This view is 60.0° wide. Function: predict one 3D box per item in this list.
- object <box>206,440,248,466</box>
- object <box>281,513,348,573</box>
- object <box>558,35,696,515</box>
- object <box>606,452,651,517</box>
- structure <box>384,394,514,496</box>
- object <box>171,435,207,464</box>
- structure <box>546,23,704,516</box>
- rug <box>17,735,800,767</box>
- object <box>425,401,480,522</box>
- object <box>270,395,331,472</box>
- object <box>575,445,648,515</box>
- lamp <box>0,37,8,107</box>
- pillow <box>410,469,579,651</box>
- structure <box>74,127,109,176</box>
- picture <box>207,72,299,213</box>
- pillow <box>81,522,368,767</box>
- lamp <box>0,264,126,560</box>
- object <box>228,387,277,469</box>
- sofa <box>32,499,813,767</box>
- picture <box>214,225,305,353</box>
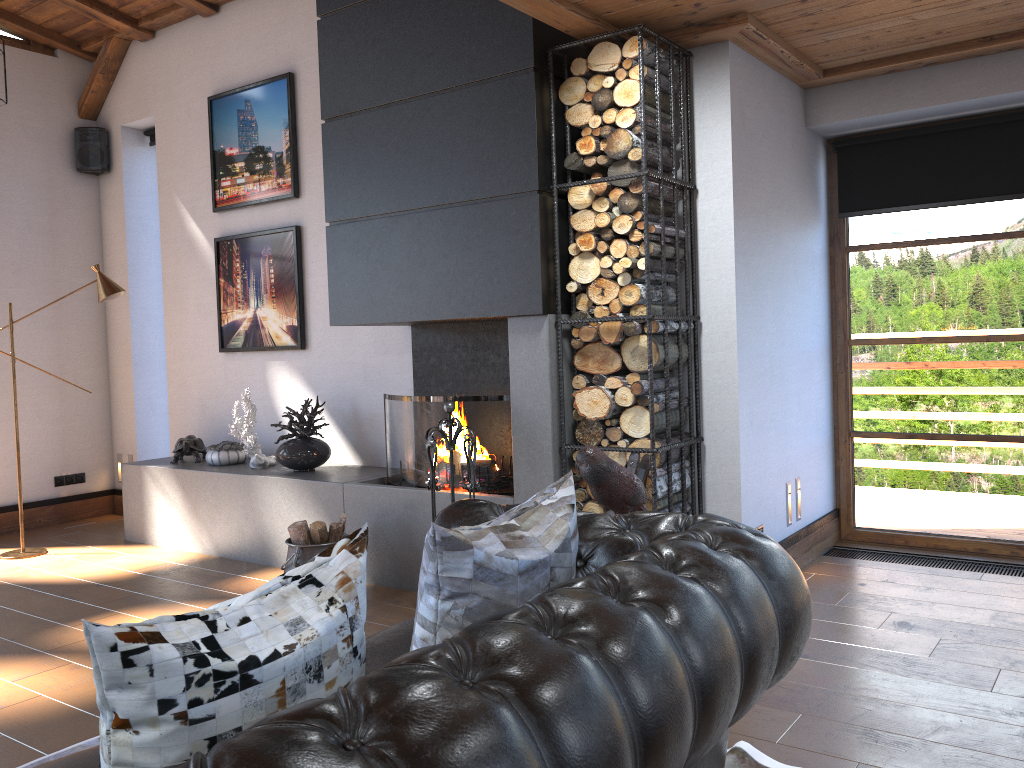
[{"bbox_3d":[-1.917,0.459,5.952,0.278,0.160,0.262,0,3,38],"label":"object"},{"bbox_3d":[-1.001,0.893,4.581,0.388,0.431,0.380,-3,2,-28],"label":"object"},{"bbox_3d":[0.550,-0.237,4.168,0.488,2.611,0.472,-1,2,35],"label":"object"},{"bbox_3d":[0.474,0.693,3.879,0.266,0.794,0.265,-1,2,19],"label":"object"},{"bbox_3d":[-0.372,0.316,4.679,0.971,0.514,0.185,0,3,35],"label":"structure"},{"bbox_3d":[-2.249,0.449,6.162,0.227,0.183,0.404,-2,3,-10],"label":"object"},{"bbox_3d":[0.550,-0.243,4.156,0.496,2.616,0.518,-1,2,36],"label":"structure"},{"bbox_3d":[-1.034,1.216,1.442,2.404,0.053,4.093,0,3,36],"label":"rug"},{"bbox_3d":[-0.276,0.589,4.163,0.309,1.017,0.306,-2,2,-9],"label":"object"},{"bbox_3d":[-1.292,0.306,5.470,0.337,0.455,0.338,-3,2,-29],"label":"object"},{"bbox_3d":[0.342,0.364,2.991,0.249,0.319,0.148,-3,2,-14],"label":"object"},{"bbox_3d":[-1.969,-2.003,2.591,0.259,2.201,0.811,-1,2,27],"label":"lamp"},{"bbox_3d":[-0.042,0.455,1.957,0.280,0.469,0.535,0,3,39],"label":"pillow"},{"bbox_3d":[-3.330,-1.850,7.032,0.211,0.349,0.216,-1,3,36],"label":"structure"},{"bbox_3d":[-1.779,-1.625,6.044,0.869,0.816,0.036,0,2,35],"label":"picture"},{"bbox_3d":[-0.444,0.494,1.400,0.280,0.469,0.535,0,3,39],"label":"pillow"},{"bbox_3d":[-3.208,0.177,5.738,1.337,1.898,0.521,-3,2,-34],"label":"lamp"},{"bbox_3d":[-1.683,0.283,5.665,0.259,0.532,0.428,-2,2,5],"label":"object"},{"bbox_3d":[-0.356,0.793,1.599,1.225,0.838,2.596,0,3,35],"label":"sofa"},{"bbox_3d":[-1.744,-0.632,6.076,0.869,0.816,0.036,0,2,35],"label":"picture"}]
